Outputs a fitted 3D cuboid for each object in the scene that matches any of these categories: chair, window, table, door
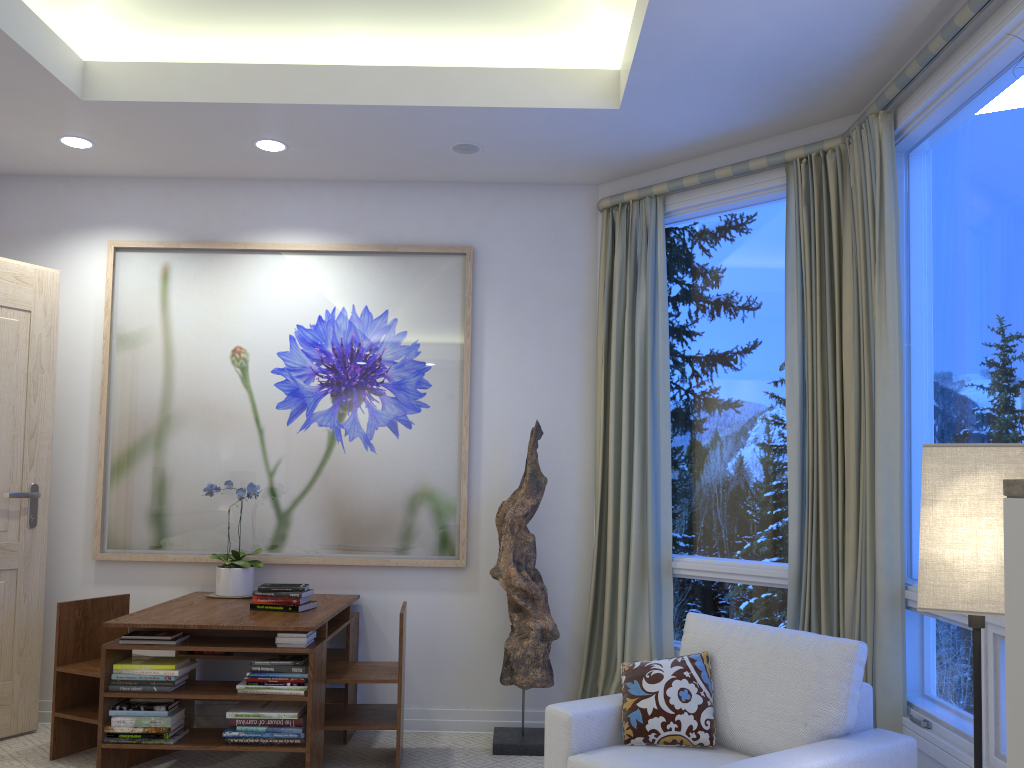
[{"bbox_3d":[-1.574,1.179,3.555,0.340,0.608,0.341,-1,-5,25],"label":"chair"},{"bbox_3d":[0.588,1.055,2.514,0.689,0.704,0.808,4,-6,-34],"label":"chair"},{"bbox_3d":[0.860,-0.150,0.650,0.814,2.018,6.875,1,-6,0],"label":"window"},{"bbox_3d":[-1.063,1.190,3.521,0.740,0.598,0.904,1,-5,0],"label":"table"},{"bbox_3d":[-0.604,1.194,3.525,0.340,0.608,0.341,1,-4,-5],"label":"chair"},{"bbox_3d":[-2.426,0.387,3.104,0.360,2.048,1.790,0,-5,17],"label":"door"},{"bbox_3d":[1.338,0.044,2.292,0.206,2.020,1.519,1,-4,0],"label":"window"}]

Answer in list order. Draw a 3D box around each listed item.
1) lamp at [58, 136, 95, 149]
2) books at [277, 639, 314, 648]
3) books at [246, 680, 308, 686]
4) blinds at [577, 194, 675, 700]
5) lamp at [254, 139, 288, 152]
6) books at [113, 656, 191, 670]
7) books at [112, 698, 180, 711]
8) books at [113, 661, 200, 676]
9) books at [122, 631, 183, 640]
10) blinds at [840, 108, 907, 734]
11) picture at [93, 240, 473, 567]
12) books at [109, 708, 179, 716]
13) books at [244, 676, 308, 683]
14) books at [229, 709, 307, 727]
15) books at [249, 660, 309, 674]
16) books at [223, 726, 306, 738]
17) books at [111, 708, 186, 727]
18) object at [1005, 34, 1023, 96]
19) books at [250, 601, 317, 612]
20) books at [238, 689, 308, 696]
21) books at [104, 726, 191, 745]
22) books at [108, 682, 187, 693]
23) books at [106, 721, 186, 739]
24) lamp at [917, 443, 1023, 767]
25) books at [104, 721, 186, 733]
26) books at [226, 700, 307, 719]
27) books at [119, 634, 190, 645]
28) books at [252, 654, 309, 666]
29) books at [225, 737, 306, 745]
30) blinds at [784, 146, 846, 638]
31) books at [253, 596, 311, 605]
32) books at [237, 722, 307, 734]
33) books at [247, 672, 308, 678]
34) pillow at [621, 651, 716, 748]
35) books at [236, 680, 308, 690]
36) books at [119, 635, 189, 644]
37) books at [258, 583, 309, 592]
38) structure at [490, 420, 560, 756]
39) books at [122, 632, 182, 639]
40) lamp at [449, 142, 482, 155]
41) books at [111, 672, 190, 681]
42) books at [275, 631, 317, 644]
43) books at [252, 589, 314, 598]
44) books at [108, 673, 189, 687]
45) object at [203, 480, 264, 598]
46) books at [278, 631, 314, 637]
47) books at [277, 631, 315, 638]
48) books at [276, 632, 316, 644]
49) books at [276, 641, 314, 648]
[{"bbox_3d":[-1.819,-1.002,3.698,0.137,0.014,0.137,4,-7,-27],"label":"lamp"},{"bbox_3d":[-0.773,0.924,3.171,0.101,0.012,0.140,1,-6,0],"label":"books"},{"bbox_3d":[-0.828,1.060,3.174,0.205,0.011,0.149,1,-6,0],"label":"books"},{"bbox_3d":[0.424,0.357,3.775,0.643,2.366,0.295,-2,-5,42],"label":"blinds"},{"bbox_3d":[-1.006,-0.987,3.692,0.137,0.014,0.137,4,-7,-27],"label":"lamp"},{"bbox_3d":[-1.289,1.002,3.181,0.217,0.019,0.157,1,-6,0],"label":"books"},{"bbox_3d":[-1.299,1.141,3.150,0.198,0.017,0.114,1,-6,0],"label":"books"},{"bbox_3d":[-1.276,1.020,3.187,0.239,0.019,0.173,0,-6,5],"label":"books"},{"bbox_3d":[-1.293,0.903,3.188,0.177,0.009,0.113,1,-6,0],"label":"books"},{"bbox_3d":[1.123,0.286,2.985,0.266,2.360,0.526,1,-4,-7],"label":"blinds"},{"bbox_3d":[-1.033,0.082,4.035,1.680,1.455,0.030,1,-3,0],"label":"picture"},{"bbox_3d":[-1.305,1.157,3.151,0.205,0.018,0.119,1,-6,0],"label":"books"},{"bbox_3d":[-0.834,1.048,3.177,0.209,0.015,0.146,1,-6,0],"label":"books"},{"bbox_3d":[-0.861,1.192,3.175,0.257,0.033,0.156,1,-6,0],"label":"books"},{"bbox_3d":[-0.823,1.013,3.184,0.205,0.026,0.125,0,-6,5],"label":"books"},{"bbox_3d":[-0.863,1.230,3.167,0.284,0.018,0.182,1,-6,0],"label":"books"},{"bbox_3d":[-1.287,1.182,3.146,0.208,0.035,0.145,1,-6,0],"label":"books"},{"bbox_3d":[0.767,-0.221,1.179,0.189,0.690,0.193,-1,-4,28],"label":"object"},{"bbox_3d":[-0.904,0.878,3.513,0.212,0.027,0.155,-1,-7,15],"label":"books"},{"bbox_3d":[-0.836,1.087,3.181,0.239,0.017,0.173,0,-6,5],"label":"books"},{"bbox_3d":[-1.294,1.249,3.153,0.242,0.019,0.169,1,-6,0],"label":"books"},{"bbox_3d":[-1.300,1.075,3.170,0.217,0.020,0.157,1,-6,0],"label":"books"},{"bbox_3d":[-1.299,1.230,3.151,0.217,0.021,0.157,1,-6,0],"label":"books"},{"bbox_3d":[1.033,0.794,2.340,0.276,1.201,1.535,0,-5,13],"label":"lamp"},{"bbox_3d":[-1.300,1.209,3.145,0.233,0.022,0.142,1,-6,0],"label":"books"},{"bbox_3d":[-0.872,1.167,3.176,0.249,0.022,0.180,1,-6,0],"label":"books"},{"bbox_3d":[-1.282,0.915,3.181,0.201,0.015,0.140,1,-6,0],"label":"books"},{"bbox_3d":[-0.829,0.992,3.184,0.177,0.017,0.113,1,-6,0],"label":"books"},{"bbox_3d":[-0.860,1.253,3.179,0.276,0.032,0.193,1,-6,0],"label":"books"},{"bbox_3d":[1.077,0.305,3.172,0.525,2.363,0.270,-2,-5,44],"label":"blinds"},{"bbox_3d":[-0.910,0.850,3.507,0.190,0.031,0.132,1,-6,5],"label":"books"},{"bbox_3d":[-0.838,1.214,3.166,0.234,0.018,0.170,0,-6,5],"label":"books"},{"bbox_3d":[-0.824,1.033,3.182,0.217,0.016,0.138,1,-6,0],"label":"books"},{"bbox_3d":[0.465,0.941,2.665,0.285,0.271,0.188,0,-4,10],"label":"pillow"},{"bbox_3d":[-0.840,1.074,3.186,0.249,0.015,0.180,1,-6,0],"label":"books"},{"bbox_3d":[-1.281,0.915,3.181,0.201,0.014,0.137,1,-6,0],"label":"books"},{"bbox_3d":[-0.902,0.807,3.507,0.180,0.018,0.126,2,-6,-5],"label":"books"},{"bbox_3d":[0.055,0.847,3.801,0.305,1.389,0.264,1,-3,1],"label":"structure"},{"bbox_3d":[-1.293,0.903,3.188,0.174,0.008,0.112,1,-6,0],"label":"books"},{"bbox_3d":[-0.192,-0.972,3.686,0.137,0.014,0.137,4,-7,-27],"label":"lamp"},{"bbox_3d":[-1.291,1.037,3.177,0.222,0.020,0.155,1,-6,0],"label":"books"},{"bbox_3d":[-0.773,0.907,3.177,0.111,0.022,0.154,1,-6,0],"label":"books"},{"bbox_3d":[-0.904,0.826,3.508,0.205,0.020,0.125,0,-6,10],"label":"books"},{"bbox_3d":[-1.296,1.056,3.169,0.234,0.019,0.144,1,-6,0],"label":"books"},{"bbox_3d":[-1.222,0.674,3.875,0.305,0.502,0.217,1,-4,0],"label":"object"},{"bbox_3d":[-0.770,0.889,3.173,0.100,0.012,0.140,1,-6,0],"label":"books"},{"bbox_3d":[-0.770,0.889,3.172,0.103,0.013,0.143,1,-6,0],"label":"books"},{"bbox_3d":[-0.773,0.907,3.177,0.108,0.020,0.151,1,-6,0],"label":"books"},{"bbox_3d":[-0.773,0.924,3.170,0.103,0.013,0.143,1,-6,0],"label":"books"}]
